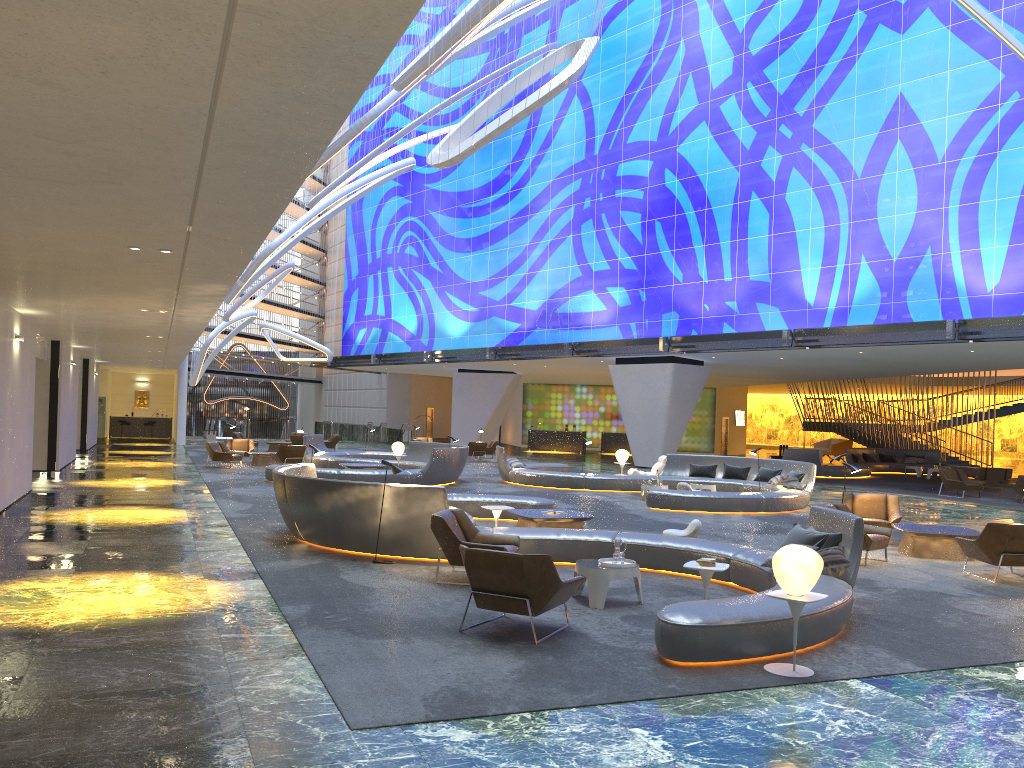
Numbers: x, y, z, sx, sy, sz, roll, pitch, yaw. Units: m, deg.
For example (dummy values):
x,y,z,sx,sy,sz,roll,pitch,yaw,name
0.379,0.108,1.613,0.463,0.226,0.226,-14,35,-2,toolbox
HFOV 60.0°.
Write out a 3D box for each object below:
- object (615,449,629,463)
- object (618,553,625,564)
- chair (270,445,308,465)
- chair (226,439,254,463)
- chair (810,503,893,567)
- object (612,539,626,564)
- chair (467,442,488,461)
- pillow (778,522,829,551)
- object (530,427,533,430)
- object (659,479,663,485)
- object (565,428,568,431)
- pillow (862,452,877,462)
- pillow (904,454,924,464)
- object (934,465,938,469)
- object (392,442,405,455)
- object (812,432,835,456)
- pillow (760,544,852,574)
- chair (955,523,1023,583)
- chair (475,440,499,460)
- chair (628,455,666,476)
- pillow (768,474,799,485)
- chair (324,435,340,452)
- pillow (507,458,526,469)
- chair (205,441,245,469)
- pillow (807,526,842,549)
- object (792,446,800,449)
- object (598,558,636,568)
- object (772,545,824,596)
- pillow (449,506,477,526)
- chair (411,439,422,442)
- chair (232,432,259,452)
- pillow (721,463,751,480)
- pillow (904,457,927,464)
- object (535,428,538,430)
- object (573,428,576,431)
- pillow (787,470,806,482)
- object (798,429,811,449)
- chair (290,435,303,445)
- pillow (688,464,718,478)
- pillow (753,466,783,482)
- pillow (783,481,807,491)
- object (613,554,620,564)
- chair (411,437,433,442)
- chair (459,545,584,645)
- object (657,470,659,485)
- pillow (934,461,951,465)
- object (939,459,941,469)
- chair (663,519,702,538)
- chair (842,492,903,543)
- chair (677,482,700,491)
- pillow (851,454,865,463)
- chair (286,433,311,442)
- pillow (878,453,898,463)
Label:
x,y,z,sx,sy,sz,roll,pitch,yaw,name
3.149,2.065,25.336,0.367,0.387,0.318,3,-1,-40,object
1.126,1.806,9.124,0.071,0.118,0.071,2,-1,36,object
-6.697,2.202,26.715,0.930,0.766,0.938,3,-1,-38,chair
-8.964,2.205,29.182,0.929,0.766,0.939,2,-1,-16,chair
4.796,2.130,12.601,0.930,0.766,0.938,3,-1,-43,chair
1.107,1.742,9.218,0.131,0.252,0.103,2,0,-39,object
-1.489,2.643,34.859,0.930,0.766,0.938,3,-1,-38,chair
3.118,1.728,9.539,0.315,0.386,0.785,2,-1,-6,pillow
1.049,2.340,46.984,0.149,0.150,0.149,2,-1,13,object
3.417,2.253,20.355,0.071,0.118,0.151,2,-1,-12,object
2.869,2.387,46.498,0.150,0.145,0.150,2,-1,12,object
14.559,2.999,36.118,0.759,0.417,0.281,3,-1,-29,pillow
16.462,3.076,36.270,0.774,0.366,0.317,1,-1,20,pillow
15.776,3.083,32.977,0.151,0.118,0.071,2,0,13,object
-3.268,1.851,25.424,0.367,0.387,0.318,2,-1,-15,object
17.193,3.283,48.920,1.205,1.664,0.476,2,0,-12,object
3.031,1.806,9.192,0.873,0.280,0.685,1,-2,15,pillow
6.430,2.149,11.512,0.929,0.766,0.939,2,-1,-3,chair
-1.051,2.712,36.521,0.939,0.766,0.929,2,-1,-13,chair
3.859,2.438,24.782,1.157,0.882,0.729,2,-1,-3,chair
6.496,2.290,21.158,0.877,0.262,0.693,1,-2,34,pillow
-7.752,2.510,37.273,0.939,0.766,0.929,2,-1,-20,chair
0.060,2.182,24.512,0.692,0.262,0.877,2,-2,-13,pillow
-8.660,2.134,26.664,0.938,0.766,0.930,2,-1,11,chair
3.297,1.762,9.649,0.295,0.369,0.769,2,-1,-9,pillow
11.158,2.645,34.828,0.318,0.387,0.367,2,-1,-15,object
1.086,1.850,9.169,0.381,0.038,0.381,3,-2,-30,object
2.196,1.437,6.827,0.367,0.387,0.318,3,-1,-40,object
-0.776,1.730,11.522,0.877,0.262,0.693,1,-2,30,pillow
-3.452,2.575,34.808,0.938,0.766,0.930,2,-1,11,chair
-10.809,2.362,35.903,0.938,0.766,0.930,2,-1,3,chair
5.751,2.267,22.790,0.759,0.417,0.281,1,-1,36,pillow
16.352,3.111,36.106,0.878,0.262,0.692,3,-2,-31,pillow
1.289,2.366,46.928,0.107,0.108,0.111,2,-1,13,object
3.271,2.398,46.426,0.150,0.145,0.150,2,-1,12,object
6.692,2.252,21.128,0.317,0.366,0.775,2,-2,-5,pillow
16.129,3.246,48.902,0.476,1.664,1.206,2,-1,33,object
-8.325,2.430,35.394,0.929,0.766,0.939,1,-1,30,chair
4.979,2.276,23.160,0.768,0.369,0.295,1,-1,22,pillow
6.387,2.271,22.118,0.315,0.386,0.784,2,-1,-30,pillow
6.416,2.316,20.085,0.444,0.207,0.443,1,-2,30,pillow
1.065,1.803,9.072,0.071,0.118,0.071,2,-1,-39,object
-3.756,2.647,37.326,0.929,0.766,0.939,2,-1,-16,chair
0.050,1.816,7.902,0.929,0.766,0.939,1,-1,28,chair
3.340,2.128,20.225,0.076,0.356,0.066,2,0,35,object
17.289,3.189,35.582,0.445,0.207,0.443,3,-2,-35,pillow
15.864,2.963,32.849,0.076,0.356,0.066,2,0,-30,object
2.460,2.187,12.728,0.586,0.501,0.491,2,-1,13,chair
5.997,2.243,14.835,0.929,0.766,0.939,2,-1,19,chair
4.315,2.507,20.612,0.585,0.501,1.786,1,-2,32,chair
13.898,2.982,35.575,0.769,0.369,0.295,3,-1,-43,pillow
-9.188,2.492,38.215,0.929,0.766,0.939,2,-1,5,chair
15.438,3.043,36.411,0.785,0.386,0.315,2,-1,-5,pillow
